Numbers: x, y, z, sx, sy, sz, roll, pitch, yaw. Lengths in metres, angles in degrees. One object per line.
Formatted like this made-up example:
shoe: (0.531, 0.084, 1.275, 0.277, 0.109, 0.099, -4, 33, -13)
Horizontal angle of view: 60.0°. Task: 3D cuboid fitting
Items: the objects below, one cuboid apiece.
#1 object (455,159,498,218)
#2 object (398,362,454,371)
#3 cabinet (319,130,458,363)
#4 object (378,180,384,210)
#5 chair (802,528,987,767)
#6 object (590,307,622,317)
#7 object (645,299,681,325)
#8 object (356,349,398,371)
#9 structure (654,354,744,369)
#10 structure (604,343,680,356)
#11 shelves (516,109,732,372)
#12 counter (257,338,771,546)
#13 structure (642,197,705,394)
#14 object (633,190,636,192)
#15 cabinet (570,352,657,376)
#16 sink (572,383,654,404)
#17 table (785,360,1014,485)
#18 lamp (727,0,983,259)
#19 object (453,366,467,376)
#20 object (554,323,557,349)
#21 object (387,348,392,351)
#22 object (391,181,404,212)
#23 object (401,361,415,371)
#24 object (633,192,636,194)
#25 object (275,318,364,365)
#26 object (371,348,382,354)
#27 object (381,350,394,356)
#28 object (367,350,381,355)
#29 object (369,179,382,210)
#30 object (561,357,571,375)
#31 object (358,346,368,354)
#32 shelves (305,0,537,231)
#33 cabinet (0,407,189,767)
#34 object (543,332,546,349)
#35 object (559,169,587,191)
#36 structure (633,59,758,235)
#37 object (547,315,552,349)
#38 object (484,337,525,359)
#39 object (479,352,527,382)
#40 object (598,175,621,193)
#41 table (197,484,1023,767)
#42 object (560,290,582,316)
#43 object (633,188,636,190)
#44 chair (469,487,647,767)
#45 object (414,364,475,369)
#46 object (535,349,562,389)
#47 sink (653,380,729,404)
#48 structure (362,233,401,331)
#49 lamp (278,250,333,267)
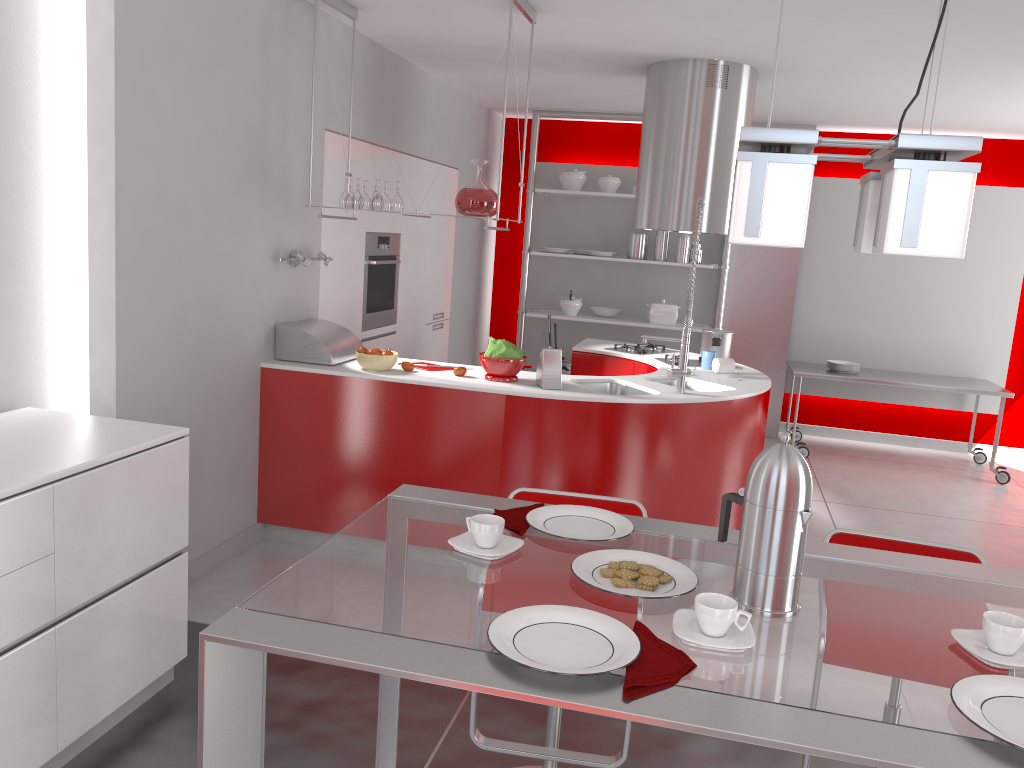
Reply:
object: (-0.158, -0.914, 4.157, 0.213, 0.266, 0.213, 12, 13, 40)
object: (-0.426, -0.087, 4.437, 0.266, 0.006, 0.168, 12, 12, 39)
cabinet: (-1.059, -0.528, 5.989, 0.614, 2.026, 2.398, 6, 10, 13)
object: (-0.637, -0.894, 4.209, 0.060, 0.141, 0.060, 6, 10, 13)
chair: (0.937, 0.850, 2.206, 0.418, 0.857, 0.460, 7, 10, 17)
object: (0.799, -0.609, 7.581, 0.272, 0.072, 0.272, 0, 10, -23)
object: (1.250, -0.605, 7.379, 0.282, 0.197, 0.235, 5, 10, 3)
object: (-0.647, -0.109, 4.244, 0.201, 0.086, 0.201, 6, 10, 14)
structure: (1.116, -0.139, 5.297, 0.457, 0.037, 0.303, 2, 10, -12)
structure: (0.848, -0.234, 5.750, 0.303, 0.037, 0.457, 13, 13, 42)
shelves: (0.920, -0.920, 7.418, 1.735, 2.599, 0.535, 6, 10, 13)
counter: (0.229, 0.344, 4.825, 2.865, 0.880, 1.868, -5, 13, -43)
structure: (0.800, -0.421, 4.183, 0.308, 0.920, 0.178, -2, 11, -33)
object: (1.093, -1.566, 7.268, 0.200, 0.030, 0.200, 6, 10, 13)
cabinet: (-0.021, 0.278, 4.918, 1.875, 0.761, 1.025, -2, 11, -32)
sink: (0.484, 0.116, 4.274, 0.326, 0.172, 0.428, -1, 11, -26)
table: (2.991, 0.273, 7.004, 1.627, 0.682, 0.749, 6, 10, 14)
lamp: (0.513, -0.704, 1.243, 0.304, 1.025, 0.304, 6, 10, 13)
object: (-0.249, -0.062, 4.238, 0.064, 0.048, 0.063, 3, 10, -9)
object: (0.202, -0.138, 4.106, 0.012, 0.279, 0.130, 1, 10, -16)
object: (-0.630, -0.151, 4.548, 0.043, 0.066, 0.042, 9, 11, 25)
object: (-0.540, -0.884, 4.188, 0.060, 0.141, 0.060, 6, 10, 13)
object: (-0.502, -0.084, 4.274, 0.065, 0.047, 0.063, 6, 10, 12)
object: (1.092, -1.550, 7.270, 0.200, 0.030, 0.200, 6, 10, 13)
object: (-0.954, -0.218, 4.462, 0.300, 0.170, 0.400, 6, 10, 13)
object: (-0.658, -0.148, 4.286, 0.066, 0.049, 0.062, 6, 10, 9)
object: (-0.600, -0.138, 4.254, 0.066, 0.049, 0.062, 8, 10, 20)
object: (-0.659, -0.138, 4.225, 0.065, 0.052, 0.062, 4, 10, -3)
object: (-0.632, -0.879, 4.124, 0.060, 0.141, 0.060, 2, 10, -10)
object: (0.407, -0.163, 7.664, 0.308, 0.130, 0.407, 8, 10, 20)
object: (-0.711, -0.151, 4.254, 0.055, 0.058, 0.066, 4, 10, -2)
shelves: (-0.420, -1.265, 4.147, 0.934, 1.023, 0.462, 6, 10, 13)
cabinet: (-1.570, 0.674, 2.119, 0.610, 0.880, 1.802, 6, 10, 13)
object: (0.150, -0.141, 4.093, 0.009, 0.197, 0.091, 1, 10, -16)
object: (0.504, -1.690, 7.366, 0.231, 0.191, 0.231, -3, 12, -36)
structure: (1.094, -1.393, 5.341, 0.644, 0.958, 0.644, 0, 10, -21)
object: (0.175, -0.156, 4.105, 0.014, 0.322, 0.150, 1, 10, -16)
object: (-0.033, -0.130, 4.201, 0.198, 0.182, 0.193, 7, 10, 18)
object: (-0.047, -0.079, 4.212, 0.229, 0.118, 0.228, 1, 10, -16)
object: (0.801, -1.640, 7.304, 0.192, 0.153, 0.192, 9, 11, 26)
table: (0.454, 0.863, 1.495, 1.700, 1.000, 0.800, 6, 10, 13)
object: (0.498, -0.688, 7.488, 0.192, 0.214, 0.192, 4, 10, -1)
object: (1.094, -1.580, 7.265, 0.200, 0.030, 0.200, 6, 10, 13)
chair: (0.127, 0.761, 2.393, 0.418, 0.857, 0.460, 5, 10, 8)
object: (-0.369, -0.090, 4.441, 0.375, 0.008, 0.041, 2, 10, -10)
object: (0.175, -0.076, 4.092, 0.091, 0.178, 0.137, 2, 10, -14)
sink: (0.898, 0.102, 4.531, 0.326, 0.172, 0.428, -3, 12, -38)
structure: (-0.807, -0.651, 5.598, 0.050, 0.589, 0.599, 6, 10, 13)
lamp: (-1.012, -0.617, 4.398, 0.155, 0.081, 0.454, 6, 10, 13)
